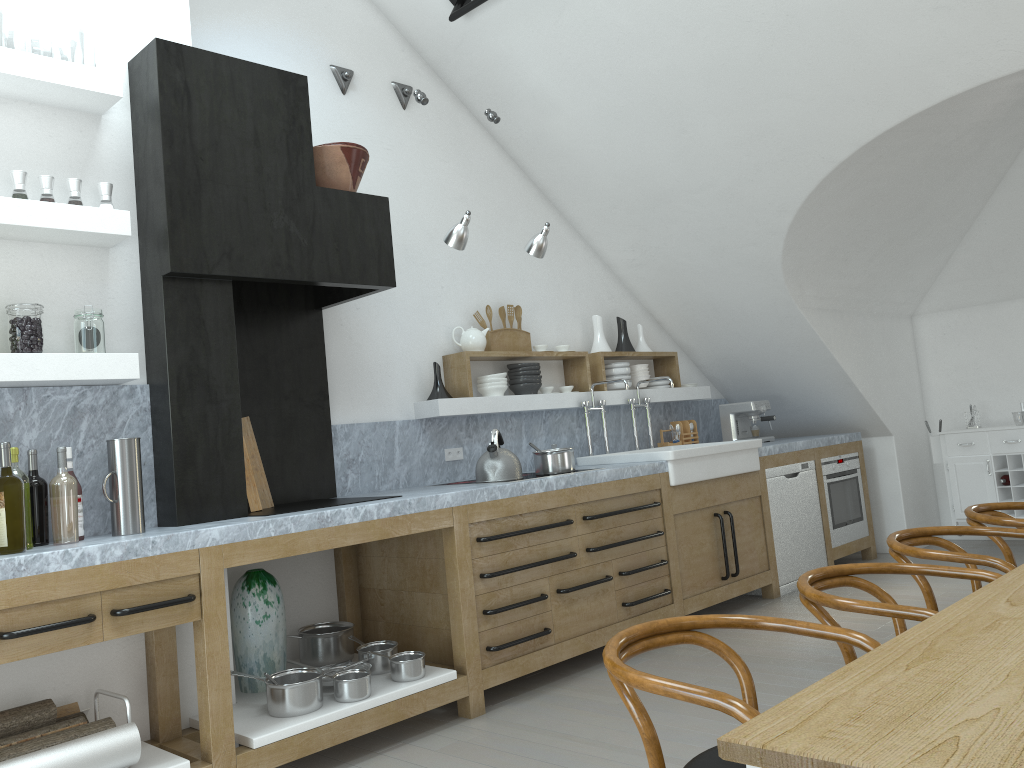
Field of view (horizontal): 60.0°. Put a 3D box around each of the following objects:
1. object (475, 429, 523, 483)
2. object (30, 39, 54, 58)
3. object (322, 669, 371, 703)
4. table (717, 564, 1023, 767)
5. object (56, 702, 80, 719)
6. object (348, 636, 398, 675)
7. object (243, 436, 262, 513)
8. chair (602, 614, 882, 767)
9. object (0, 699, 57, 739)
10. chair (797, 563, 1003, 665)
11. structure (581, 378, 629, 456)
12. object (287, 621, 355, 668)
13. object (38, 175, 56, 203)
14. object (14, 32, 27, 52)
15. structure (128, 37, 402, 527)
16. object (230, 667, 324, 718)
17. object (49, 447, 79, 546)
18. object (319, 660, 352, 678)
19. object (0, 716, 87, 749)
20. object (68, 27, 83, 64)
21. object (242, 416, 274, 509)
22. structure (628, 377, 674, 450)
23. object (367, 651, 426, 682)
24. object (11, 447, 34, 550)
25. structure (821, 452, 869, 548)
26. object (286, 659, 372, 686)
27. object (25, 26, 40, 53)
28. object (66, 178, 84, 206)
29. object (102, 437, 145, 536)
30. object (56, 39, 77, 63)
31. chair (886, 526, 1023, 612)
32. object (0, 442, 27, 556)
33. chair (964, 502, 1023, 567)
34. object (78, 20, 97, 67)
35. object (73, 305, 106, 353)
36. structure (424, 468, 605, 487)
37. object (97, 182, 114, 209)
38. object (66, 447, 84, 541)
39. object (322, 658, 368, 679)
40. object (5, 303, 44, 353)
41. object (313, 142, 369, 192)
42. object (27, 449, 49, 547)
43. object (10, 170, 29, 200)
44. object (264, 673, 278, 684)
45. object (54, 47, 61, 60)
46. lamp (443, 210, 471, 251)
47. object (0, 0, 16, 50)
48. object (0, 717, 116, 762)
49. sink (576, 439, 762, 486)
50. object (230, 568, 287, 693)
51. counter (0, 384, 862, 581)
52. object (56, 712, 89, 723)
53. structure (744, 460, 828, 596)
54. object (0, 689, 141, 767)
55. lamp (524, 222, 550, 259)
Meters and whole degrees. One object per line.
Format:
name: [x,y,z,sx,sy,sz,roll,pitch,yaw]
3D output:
object: [-0.076,0.363,4.553,0.246,0.268,0.245,-2,-6,-35]
object: [-1.725,-1.207,3.255,0.077,0.085,0.077,-5,-5,-13]
object: [-0.673,1.191,3.524,0.260,0.113,0.153,-8,-5,34]
table: [1.811,0.707,1.822,3.349,0.801,1.016,-2,-6,-45]
object: [-1.635,1.135,2.895,0.071,0.073,0.422,-10,-5,42]
object: [-0.610,1.204,3.954,0.182,0.134,0.308,-4,-4,-21]
object: [-1.139,0.391,3.807,0.148,0.337,0.081,-9,-6,35]
chair: [0.513,0.863,1.712,0.527,0.737,0.620,-1,-7,-45]
object: [-1.596,1.077,2.772,0.103,0.102,0.292,-10,-6,42]
chair: [1.066,0.839,2.185,0.620,0.737,0.527,-10,-6,41]
structure: [0.639,0.241,5.665,0.332,0.531,0.214,-8,-6,25]
object: [-0.962,1.221,4.150,0.455,0.198,0.267,-5,-4,-11]
object: [-1.685,-0.693,3.212,0.063,0.124,0.067,-10,-6,38]
object: [-1.804,-1.212,3.219,0.081,0.105,0.081,-7,-5,13]
structure: [-1.148,-0.384,3.964,1.075,1.890,0.778,-1,-7,-45]
object: [-0.898,1.188,3.453,0.378,0.164,0.223,-8,-5,34]
object: [-1.510,0.378,2.989,0.085,0.332,0.085,-2,-7,-37]
object: [-0.753,1.213,3.775,0.170,0.035,0.061,-2,-6,-45]
object: [-1.524,1.127,2.752,0.101,0.087,0.362,-10,-5,42]
object: [-1.650,-1.255,3.364,0.054,0.179,0.054,-8,-6,21]
object: [-1.164,0.358,4.000,0.148,0.428,0.078,-5,-5,-10]
structure: [0.983,0.230,6.012,0.332,0.531,0.214,-8,-6,25]
object: [-0.475,1.186,3.753,0.260,0.113,0.153,-9,-6,44]
object: [-1.626,0.378,2.901,0.092,0.340,0.091,-3,-6,-27]
structure: [2.253,0.875,6.733,0.632,0.638,0.629,-1,-6,-45]
object: [-0.830,1.218,3.739,0.507,0.052,0.263,-7,-4,21]
object: [-1.781,-1.241,3.300,0.048,0.170,0.048,-2,-7,-37]
object: [-1.614,-0.696,3.272,0.063,0.124,0.067,-10,-6,38]
object: [-1.392,0.367,3.163,0.164,0.340,0.114,-1,-7,-42]
object: [-1.651,-1.219,3.291,0.071,0.099,0.071,-6,-5,9]
chair: [1.536,0.828,2.744,0.527,0.737,0.619,-1,-6,-42]
object: [-1.586,0.362,2.790,0.092,0.360,0.092,-5,-5,-1]
chair: [2.053,0.810,3.251,0.620,0.737,0.527,-10,-6,41]
object: [-1.594,-1.266,3.335,0.063,0.187,0.063,-7,-5,13]
object: [-1.551,-0.189,3.256,0.103,0.178,0.207,-4,-5,-23]
structure: [0.019,0.518,4.733,0.645,0.041,0.737,-9,-5,44]
object: [-1.535,-0.699,3.351,0.063,0.124,0.067,-10,-6,38]
object: [-1.545,0.386,3.093,0.081,0.330,0.081,-4,-5,-18]
object: [-0.708,1.201,3.719,0.041,0.045,0.247,-10,-6,43]
object: [-1.701,-0.187,3.102,0.120,0.183,0.120,-3,-6,-30]
object: [-0.844,-0.964,4.161,0.348,0.237,0.365,-3,-5,-28]
object: [-1.631,0.389,3.027,0.085,0.332,0.085,-2,-7,-37]
object: [-1.742,-0.692,3.135,0.063,0.124,0.067,-10,-6,38]
object: [-0.848,1.148,3.360,0.190,0.153,0.051,-1,-7,-45]
object: [-1.721,-1.206,3.347,0.094,0.094,0.093,-5,-5,-13]
lamp: [-0.264,-0.726,4.242,0.115,0.178,0.164,-3,-5,-27]
object: [-1.790,-1.260,3.137,0.063,0.187,0.063,-7,-5,13]
object: [-1.449,1.133,2.717,0.092,0.093,0.437,-10,-5,42]
sink: [1.012,0.504,5.588,0.725,0.202,1.021,-9,-5,44]
object: [-1.092,1.054,3.825,0.231,0.500,0.230,-5,-5,-4]
counter: [0.124,0.257,4.986,6.576,0.621,0.959,-2,-6,-45]
object: [-1.590,1.151,2.827,0.114,0.080,0.435,-9,-5,42]
structure: [1.727,0.988,6.190,0.724,0.825,0.597,-1,-7,-45]
object: [-1.523,1.167,2.812,0.428,0.232,0.527,-9,-5,42]
lamp: [0.145,-0.744,4.650,0.168,0.177,0.112,-9,-6,37]
